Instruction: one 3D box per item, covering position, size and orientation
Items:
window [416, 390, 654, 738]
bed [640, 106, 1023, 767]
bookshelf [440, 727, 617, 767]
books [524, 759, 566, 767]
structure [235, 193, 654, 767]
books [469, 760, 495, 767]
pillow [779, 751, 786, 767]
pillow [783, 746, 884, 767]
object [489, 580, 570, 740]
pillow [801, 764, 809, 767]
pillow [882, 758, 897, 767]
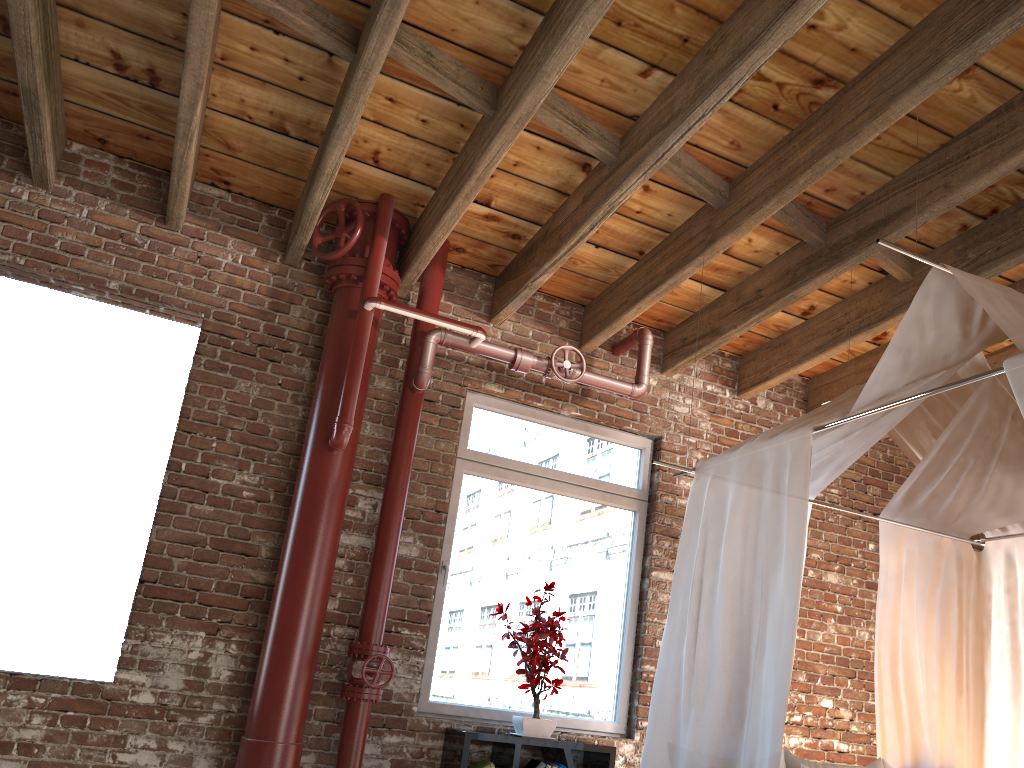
[{"bbox_3d":[0.173,1.026,5.057,1.362,1.811,0.169,15,-17,-22],"label":"window"},{"bbox_3d":[2.020,0.470,3.307,2.528,3.802,2.692,14,-18,-21],"label":"bed"},{"bbox_3d":[0.048,2.224,4.456,0.866,0.828,0.295,15,-18,-22],"label":"bookshelf"},{"bbox_3d":[0.136,1.994,4.471,0.247,0.162,0.135,15,-19,-22],"label":"books"},{"bbox_3d":[-0.293,0.814,4.456,2.025,3.393,0.581,15,-17,-23],"label":"structure"},{"bbox_3d":[-0.178,1.906,4.337,0.156,0.107,0.135,15,-20,-21],"label":"books"},{"bbox_3d":[0.923,1.758,3.664,0.640,0.483,0.201,15,-18,-22],"label":"pillow"},{"bbox_3d":[1.449,1.889,3.900,0.640,0.484,0.210,15,-18,-22],"label":"pillow"},{"bbox_3d":[0.105,1.419,4.644,0.422,0.823,0.398,16,-18,-25],"label":"object"},{"bbox_3d":[1.531,1.849,3.719,0.620,0.395,0.351,16,-19,-24],"label":"pillow"},{"bbox_3d":[1.991,2.042,4.130,0.639,0.488,0.209,15,-18,-22],"label":"pillow"}]
